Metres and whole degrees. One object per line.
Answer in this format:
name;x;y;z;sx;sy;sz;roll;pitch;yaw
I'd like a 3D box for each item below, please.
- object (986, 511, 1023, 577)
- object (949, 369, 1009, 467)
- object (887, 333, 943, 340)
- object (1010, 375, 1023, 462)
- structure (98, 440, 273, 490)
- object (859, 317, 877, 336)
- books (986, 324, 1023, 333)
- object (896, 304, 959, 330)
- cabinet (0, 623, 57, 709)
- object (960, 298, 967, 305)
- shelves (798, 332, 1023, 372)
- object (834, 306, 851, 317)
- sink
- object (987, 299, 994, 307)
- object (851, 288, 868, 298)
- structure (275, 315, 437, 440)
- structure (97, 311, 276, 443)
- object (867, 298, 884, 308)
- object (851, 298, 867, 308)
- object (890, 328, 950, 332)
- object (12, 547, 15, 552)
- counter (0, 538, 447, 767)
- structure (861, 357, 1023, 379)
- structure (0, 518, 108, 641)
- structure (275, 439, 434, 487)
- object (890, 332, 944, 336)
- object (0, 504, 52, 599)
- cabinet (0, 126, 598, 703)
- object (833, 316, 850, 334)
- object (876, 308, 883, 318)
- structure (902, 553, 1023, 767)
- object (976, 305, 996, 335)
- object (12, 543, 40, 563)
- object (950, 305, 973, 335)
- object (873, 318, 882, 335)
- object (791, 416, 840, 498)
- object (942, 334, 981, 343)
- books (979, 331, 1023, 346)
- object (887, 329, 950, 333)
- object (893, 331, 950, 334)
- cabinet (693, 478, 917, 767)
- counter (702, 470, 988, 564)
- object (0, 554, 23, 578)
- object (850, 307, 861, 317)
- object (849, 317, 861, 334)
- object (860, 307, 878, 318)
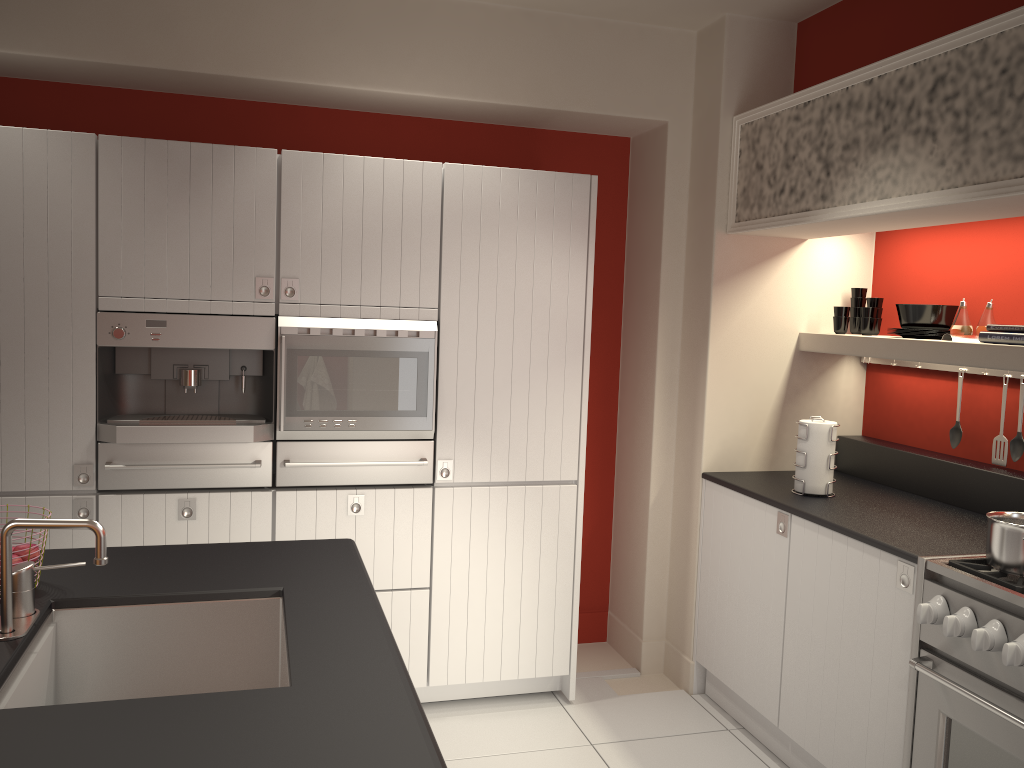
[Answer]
object;1.456;0.457;2.521;0.201;0.148;0.201;0;5;-24
object;1.813;0.123;3.440;0.022;0.351;0.287;1;5;-15
object;1.661;-0.190;3.571;0.280;0.016;0.280;1;5;-17
object;1.867;0.127;3.258;0.022;0.323;0.067;1;5;-18
structure;-1.219;0.305;3.329;0.617;0.177;0.129;1;5;-16
object;1.518;-0.245;3.785;0.070;0.076;0.070;-3;7;-45
books;1.803;-0.181;2.971;0.207;0.026;0.332;1;5;-16
object;1.664;-0.263;3.566;0.232;0.108;0.233;4;5;25
cabinet;-0.873;1.083;1.449;1.423;1.010;2.035;1;5;-16
object;1.679;-0.304;3.297;0.023;0.031;0.024;4;5;25
shelves;1.675;-0.129;3.441;0.376;0.083;1.379;1;5;-16
object;1.440;-0.300;3.876;0.070;0.076;0.070;-3;7;-45
sink;-0.708;0.653;1.775;0.516;0.258;0.568;1;5;-16
object;1.767;-0.297;3.277;0.023;0.032;0.026;-1;6;-34
object;1.566;-0.395;4.005;0.070;0.076;0.070;-3;7;-45
structure;-0.627;-0.026;3.554;0.610;0.472;0.333;1;5;-16
structure;-1.250;-0.037;3.453;0.623;0.470;0.453;1;5;-16
object;1.596;-0.341;3.902;0.070;0.076;0.070;-3;7;-45
object;1.565;-0.351;4.009;0.070;0.076;0.070;-3;7;-45
object;1.662;-0.212;3.570;0.280;0.016;0.280;1;5;-17
object;-1.154;0.400;2.032;0.055;0.056;0.055;2;5;-7
counter;-0.852;0.554;1.400;1.415;0.050;2.055;1;5;-16
structure;1.829;-0.053;3.484;0.054;0.034;1.355;1;5;-16
structure;-0.930;0.382;1.804;0.224;0.248;0.183;1;5;-16
structure;-0.613;0.312;3.505;0.617;0.177;0.129;1;5;-16
object;1.661;-0.196;3.571;0.280;0.016;0.280;1;5;-17
object;-1.179;0.381;2.005;0.248;0.168;0.248;0;5;-28
cabinet;-1.008;0.209;3.741;2.557;2.249;0.717;1;5;-16
object;1.439;-0.256;3.879;0.070;0.076;0.070;-3;7;-45
object;1.594;-0.297;3.906;0.070;0.076;0.070;-3;7;-45
structure;1.675;1.045;2.152;0.778;1.084;1.323;1;5;-16
object;1.763;-0.223;3.284;0.076;0.134;0.077;-1;6;-33
object;-1.105;0.388;2.016;0.056;0.050;0.055;4;5;22
object;1.676;-0.228;3.302;0.076;0.131;0.076;4;5;26
object;1.592;-0.253;3.909;0.070;0.076;0.070;-3;7;-45
object;1.217;0.288;3.555;0.168;0.304;0.163;3;5;13
object;1.717;-0.170;3.297;0.183;0.027;0.160;3;5;12
books;1.777;-0.149;2.984;0.207;0.042;0.331;1;5;-11
object;1.662;-0.206;3.570;0.280;0.016;0.280;1;5;-17
object;1.662;-0.201;3.571;0.280;0.016;0.280;1;5;-17
cabinet;1.350;0.980;3.444;0.687;0.993;1.362;1;5;-16
counter;1.368;0.472;3.400;0.699;0.026;1.361;1;5;-16
object;-1.116;0.407;1.971;0.055;0.056;0.055;2;5;-7
object;1.563;-0.307;4.012;0.070;0.076;0.070;-3;7;-45
object;1.562;-0.263;4.016;0.070;0.076;0.070;-3;7;-45
object;1.519;-0.289;3.782;0.070;0.076;0.070;-3;7;-45
